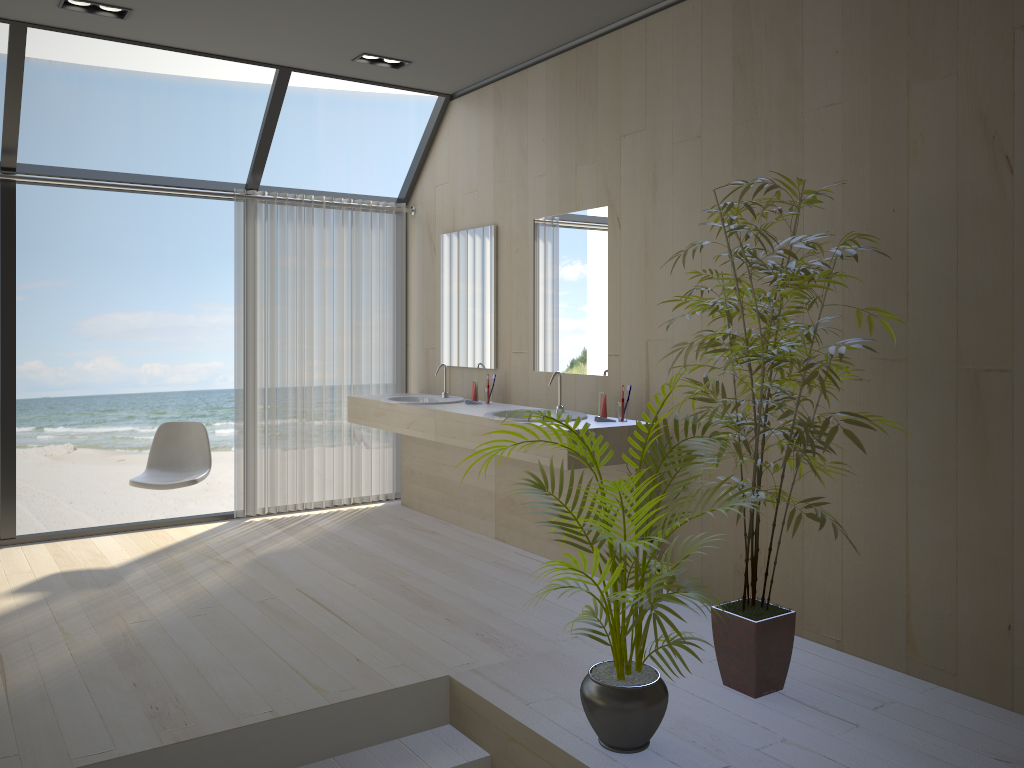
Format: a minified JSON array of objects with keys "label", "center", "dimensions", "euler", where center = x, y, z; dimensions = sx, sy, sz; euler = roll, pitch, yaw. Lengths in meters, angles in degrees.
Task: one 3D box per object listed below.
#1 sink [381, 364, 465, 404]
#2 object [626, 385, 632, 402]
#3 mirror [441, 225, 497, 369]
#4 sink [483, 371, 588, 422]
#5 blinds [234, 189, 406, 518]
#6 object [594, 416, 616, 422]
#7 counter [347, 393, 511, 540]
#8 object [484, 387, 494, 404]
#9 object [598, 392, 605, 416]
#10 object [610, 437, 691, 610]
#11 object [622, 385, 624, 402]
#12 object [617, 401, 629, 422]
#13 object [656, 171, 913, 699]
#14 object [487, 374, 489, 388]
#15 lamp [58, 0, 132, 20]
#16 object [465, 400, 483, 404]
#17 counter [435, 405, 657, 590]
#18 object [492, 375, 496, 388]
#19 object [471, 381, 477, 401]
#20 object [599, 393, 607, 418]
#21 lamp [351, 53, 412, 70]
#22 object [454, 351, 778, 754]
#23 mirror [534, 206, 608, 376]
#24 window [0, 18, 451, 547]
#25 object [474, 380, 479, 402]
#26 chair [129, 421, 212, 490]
[{"label":"sink","center":[-0.554,0.085,5.502],"dimensions":[0.504,0.419,0.574],"euler":[-1,3,-30]},{"label":"object","center":[0.549,0.094,4.262],"dimensions":[0.054,0.175,0.012],"euler":[0,0,-9]},{"label":"mirror","center":[-0.283,-0.542,5.621],"dimensions":[0.023,0.868,0.654],"euler":[0,1,-34]},{"label":"sink","center":[0.117,0.147,4.500],"dimensions":[0.504,0.419,0.574],"euler":[-1,3,-30]},{"label":"blinds","center":[-1.259,-0.214,5.899],"dimensions":[1.183,2.070,0.084],"euler":[-1,0,-34]},{"label":"object","center":[0.445,0.169,4.227],"dimensions":[0.104,0.029,0.032],"euler":[0,2,6]},{"label":"counter","center":[-0.534,0.496,5.557],"dimensions":[0.550,0.790,1.206],"euler":[-1,3,-34]},{"label":"object","center":[-0.138,0.072,5.262],"dimensions":[0.058,0.100,0.058],"euler":[0,1,-27]},{"label":"object","center":[0.448,0.107,4.421],"dimensions":[0.039,0.135,0.039],"euler":[0,0,8]},{"label":"object","center":[0.644,0.610,4.006],"dimensions":[0.274,0.749,0.407],"euler":[1,1,44]},{"label":"object","center":[0.531,0.094,4.230],"dimensions":[0.012,0.178,0.050],"euler":[0,0,5]},{"label":"object","center":[0.533,0.135,4.260],"dimensions":[0.058,0.100,0.058],"euler":[0,1,-23]},{"label":"object","center":[0.883,0.162,3.040],"dimensions":[0.787,1.756,0.936],"euler":[0,1,-9]},{"label":"object","center":[-0.141,0.032,5.232],"dimensions":[0.012,0.178,0.050],"euler":[0,0,5]},{"label":"lamp","center":[-1.993,-1.847,4.232],"dimensions":[0.301,0.112,0.164],"euler":[-2,3,-34]},{"label":"object","center":[-0.226,0.106,5.229],"dimensions":[0.104,0.029,0.032],"euler":[0,2,6]},{"label":"counter","center":[0.138,0.559,4.555],"dimensions":[0.550,0.790,1.206],"euler":[-1,3,-34]},{"label":"object","center":[-0.122,0.031,5.264],"dimensions":[0.054,0.175,0.012],"euler":[0,0,-9]},{"label":"object","center":[-0.227,0.052,5.310],"dimensions":[0.039,0.135,0.039],"euler":[0,0,15]},{"label":"object","center":[0.445,0.114,4.307],"dimensions":[0.039,0.135,0.039],"euler":[0,0,8]},{"label":"lamp","center":[-0.746,-1.898,5.067],"dimensions":[0.301,0.112,0.164],"euler":[-2,3,-34]},{"label":"object","center":[0.284,0.476,2.590],"dimensions":[0.916,1.157,0.751],"euler":[0,1,0]},{"label":"mirror","center":[0.317,-0.489,4.775],"dimensions":[0.023,0.868,0.654],"euler":[0,1,-34]},{"label":"window","center":[-2.496,-0.491,4.837],"dimensions":[4.562,2.812,0.745],"euler":[-2,1,-34]},{"label":"object","center":[-0.223,0.045,5.424],"dimensions":[0.039,0.135,0.039],"euler":[0,0,15]},{"label":"chair","center":[-1.926,0.406,5.033],"dimensions":[0.369,0.347,0.455],"euler":[0,2,-5]}]
